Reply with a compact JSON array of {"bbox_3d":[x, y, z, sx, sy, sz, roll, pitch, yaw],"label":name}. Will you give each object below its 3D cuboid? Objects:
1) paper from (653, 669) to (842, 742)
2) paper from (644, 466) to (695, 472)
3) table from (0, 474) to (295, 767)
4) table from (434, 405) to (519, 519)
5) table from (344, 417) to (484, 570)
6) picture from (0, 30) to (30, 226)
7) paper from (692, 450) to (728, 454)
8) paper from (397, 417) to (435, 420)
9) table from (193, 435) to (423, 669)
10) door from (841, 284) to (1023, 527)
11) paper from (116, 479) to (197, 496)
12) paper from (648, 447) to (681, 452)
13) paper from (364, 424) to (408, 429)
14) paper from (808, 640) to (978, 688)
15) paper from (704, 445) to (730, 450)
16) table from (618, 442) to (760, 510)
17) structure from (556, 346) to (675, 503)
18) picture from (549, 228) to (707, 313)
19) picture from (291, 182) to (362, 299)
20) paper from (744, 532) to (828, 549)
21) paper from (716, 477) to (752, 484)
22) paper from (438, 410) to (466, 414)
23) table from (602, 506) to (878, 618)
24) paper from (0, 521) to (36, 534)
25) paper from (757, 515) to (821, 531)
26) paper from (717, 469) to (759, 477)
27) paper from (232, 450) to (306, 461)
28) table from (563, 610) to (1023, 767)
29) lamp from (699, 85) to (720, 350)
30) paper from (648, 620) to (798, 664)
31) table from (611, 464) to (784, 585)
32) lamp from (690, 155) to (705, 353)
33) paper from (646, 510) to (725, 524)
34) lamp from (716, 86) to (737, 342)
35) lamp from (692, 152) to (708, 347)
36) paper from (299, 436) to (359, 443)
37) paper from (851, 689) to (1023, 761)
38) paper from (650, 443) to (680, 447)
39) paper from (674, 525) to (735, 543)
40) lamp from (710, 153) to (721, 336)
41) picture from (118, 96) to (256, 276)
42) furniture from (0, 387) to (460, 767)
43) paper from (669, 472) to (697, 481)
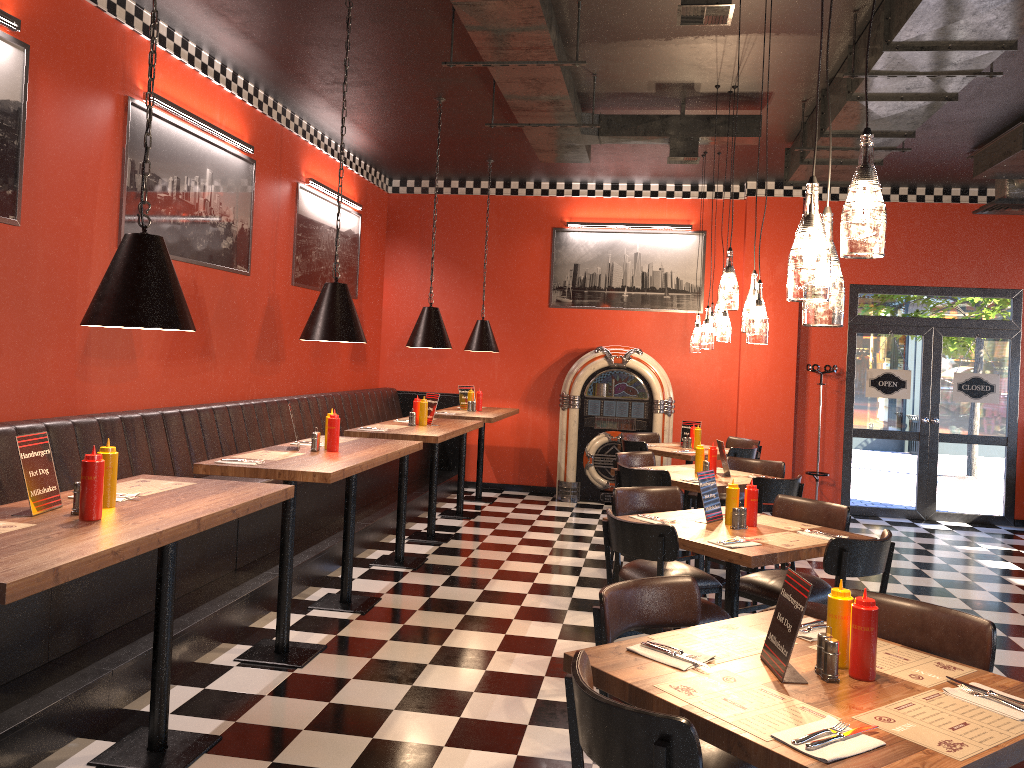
[{"bbox_3d":[0.564,0.772,2.154,0.261,0.001,0.366,1,2,-33],"label":"paper"},{"bbox_3d":[1.232,0.657,6.883,0.365,0.001,0.261,1,2,-37],"label":"paper"},{"bbox_3d":[-1.420,0.930,2.962,0.696,1.000,1.691,3,1,9],"label":"table"},{"bbox_3d":[-0.417,0.782,9.251,0.696,1.000,1.691,3,1,9],"label":"table"},{"bbox_3d":[-0.754,0.832,7.138,0.696,1.000,1.691,3,1,9],"label":"table"},{"bbox_3d":[-2.664,-1.262,3.703,0.023,0.940,1.769,3,1,9],"label":"picture"},{"bbox_3d":[1.898,0.642,8.347,0.365,0.001,0.261,1,2,-37],"label":"paper"},{"bbox_3d":[-0.829,0.308,7.751,0.261,0.001,0.365,3,2,11],"label":"paper"},{"bbox_3d":[-1.086,0.881,5.055,0.696,1.000,1.691,3,1,9],"label":"table"},{"bbox_3d":[4.603,0.212,9.741,1.800,2.574,0.128,3,-1,9],"label":"door"},{"bbox_3d":[-1.472,0.410,3.528,0.261,0.001,0.365,3,2,11],"label":"paper"},{"bbox_3d":[1.454,0.620,8.403,0.261,0.001,0.366,1,2,-36],"label":"paper"},{"bbox_3d":[-0.972,0.330,6.842,0.261,0.001,0.365,3,2,11],"label":"paper"},{"bbox_3d":[1.081,0.785,2.532,0.261,0.001,0.366,1,2,-36],"label":"paper"},{"bbox_3d":[1.989,0.632,8.804,0.261,0.001,0.366,1,2,-36],"label":"paper"},{"bbox_3d":[1.693,1.012,8.608,0.955,0.774,0.961,2,1,-36],"label":"table"},{"bbox_3d":[1.173,0.450,10.005,1.294,1.769,0.500,3,-1,9],"label":"structure"},{"bbox_3d":[1.336,-1.322,10.287,1.770,0.940,0.023,3,-1,9],"label":"picture"},{"bbox_3d":[-1.833,-1.385,8.919,0.023,0.940,1.769,3,1,9],"label":"picture"},{"bbox_3d":[1.320,0.743,4.225,0.365,0.001,0.261,1,2,-38],"label":"paper"},{"bbox_3d":[1.639,0.692,6.351,0.365,0.001,0.261,1,2,-37],"label":"paper"},{"bbox_3d":[-0.605,0.282,8.946,0.261,0.001,0.365,3,2,11],"label":"paper"},{"bbox_3d":[1.120,1.114,4.479,0.955,0.774,0.961,2,1,-36],"label":"table"},{"bbox_3d":[-1.631,0.432,2.582,0.261,0.001,0.365,3,2,11],"label":"paper"},{"bbox_3d":[1.403,0.733,4.683,0.261,0.001,0.366,1,2,-38],"label":"paper"},{"bbox_3d":[1.689,0.681,6.796,0.261,0.001,0.366,1,2,-37],"label":"paper"},{"bbox_3d":[-1.296,0.381,4.725,0.261,0.001,0.365,3,2,11],"label":"paper"},{"bbox_3d":[0.794,1.165,2.342,0.959,0.774,0.957,2,1,-36],"label":"table"},{"bbox_3d":[1.481,-1.239,6.557,0.108,1.967,0.108,2,-1,21],"label":"lamp"},{"bbox_3d":[0.626,0.761,2.628,0.365,0.001,0.261,1,2,-36],"label":"paper"},{"bbox_3d":[1.399,1.061,6.603,0.955,0.774,0.961,2,1,-36],"label":"table"},{"bbox_3d":[1.849,-1.290,8.748,0.108,1.967,0.108,3,-1,-9],"label":"lamp"},{"bbox_3d":[0.928,0.709,4.733,0.365,0.001,0.261,1,2,-35],"label":"paper"},{"bbox_3d":[1.607,-1.292,6.552,0.108,1.967,0.108,3,-1,-9],"label":"lamp"},{"bbox_3d":[1.846,-1.345,8.626,0.108,1.967,0.108,3,-1,-39],"label":"lamp"},{"bbox_3d":[-1.167,0.357,5.683,0.261,0.001,0.365,3,2,11],"label":"paper"},{"bbox_3d":[1.022,0.796,2.088,0.365,0.001,0.261,1,2,-36],"label":"paper"},{"bbox_3d":[1.515,0.609,8.862,0.365,0.001,0.261,1,2,-34],"label":"paper"},{"bbox_3d":[0.875,0.721,4.272,0.261,0.001,0.366,1,2,-37],"label":"paper"},{"bbox_3d":[1.982,-1.451,8.627,0.108,1.967,0.108,2,-1,41],"label":"lamp"},{"bbox_3d":[-2.249,-1.323,6.311,0.023,0.940,1.769,3,1,9],"label":"picture"},{"bbox_3d":[-1.788,0.734,6.323,1.104,1.149,8.756,3,2,9],"label":"furniture"},{"bbox_3d":[1.179,0.669,6.409,0.261,0.001,0.366,1,2,-34],"label":"paper"}]
